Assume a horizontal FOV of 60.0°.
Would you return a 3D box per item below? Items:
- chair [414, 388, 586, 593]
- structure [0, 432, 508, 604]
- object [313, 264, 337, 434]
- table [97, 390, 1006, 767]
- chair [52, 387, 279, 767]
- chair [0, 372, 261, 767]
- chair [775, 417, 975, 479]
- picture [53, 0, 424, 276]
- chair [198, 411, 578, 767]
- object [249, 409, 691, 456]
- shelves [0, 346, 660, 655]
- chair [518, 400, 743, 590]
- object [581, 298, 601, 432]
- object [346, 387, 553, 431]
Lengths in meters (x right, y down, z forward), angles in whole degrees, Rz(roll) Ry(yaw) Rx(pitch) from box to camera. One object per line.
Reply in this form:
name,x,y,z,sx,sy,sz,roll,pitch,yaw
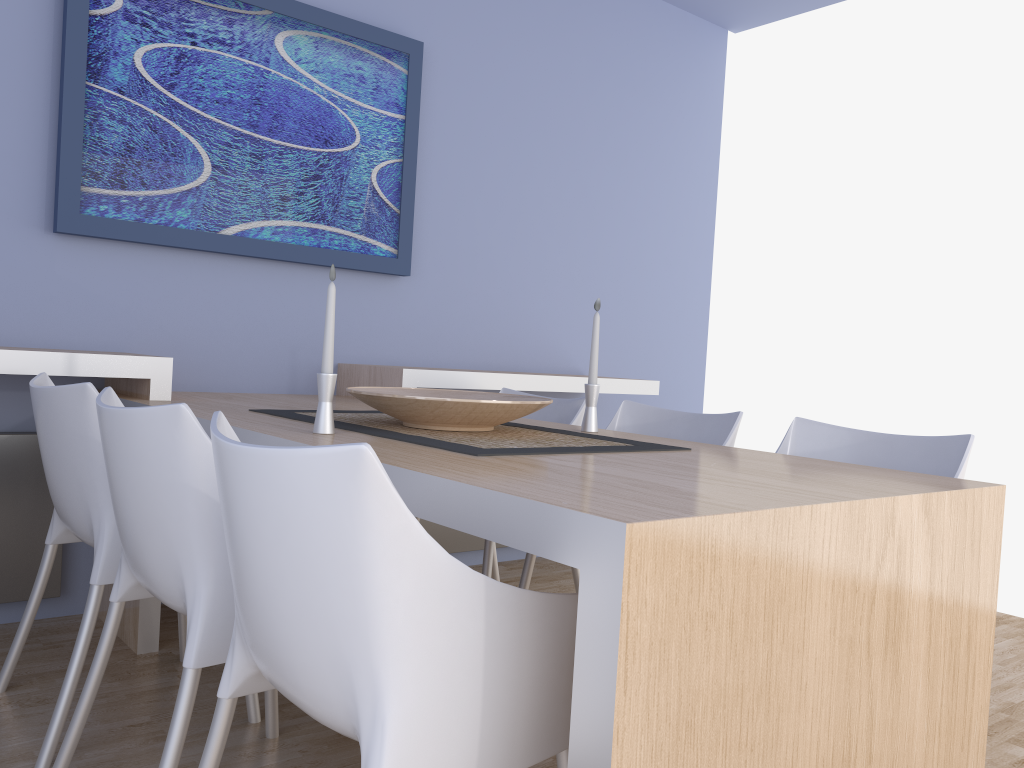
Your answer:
chair,-0.047,0.416,2.887,0.486,0.793,0.510,2,2,-39
structure,-1.112,0.411,2.956,3.843,0.503,0.064,2,2,-39
object,-0.376,-0.073,1.817,0.045,0.349,0.045,4,2,2
table,-0.245,0.459,2.217,1.002,0.718,2.340,2,2,-39
chair,-0.551,0.418,1.690,0.486,0.793,0.510,2,2,-39
chair,-0.913,0.384,2.134,0.486,0.793,0.510,2,2,-39
chair,0.699,0.486,1.972,0.486,0.793,0.510,2,2,-39
picture,-0.867,-0.889,3.057,1.252,0.901,0.049,2,2,-39
chair,-0.188,0.452,1.245,0.486,0.793,0.510,2,2,-39
object,-0.149,0.106,2.131,0.594,0.005,0.986,2,2,-40
shelves,-1.045,0.334,2.772,3.901,0.840,0.463,2,2,-39
chair,0.323,0.450,2.432,0.486,0.793,0.510,2,2,-39
object,0.212,-0.051,2.298,0.045,0.349,0.045,2,2,-39
object,-0.150,0.063,2.129,0.493,0.081,0.493,3,2,-21
